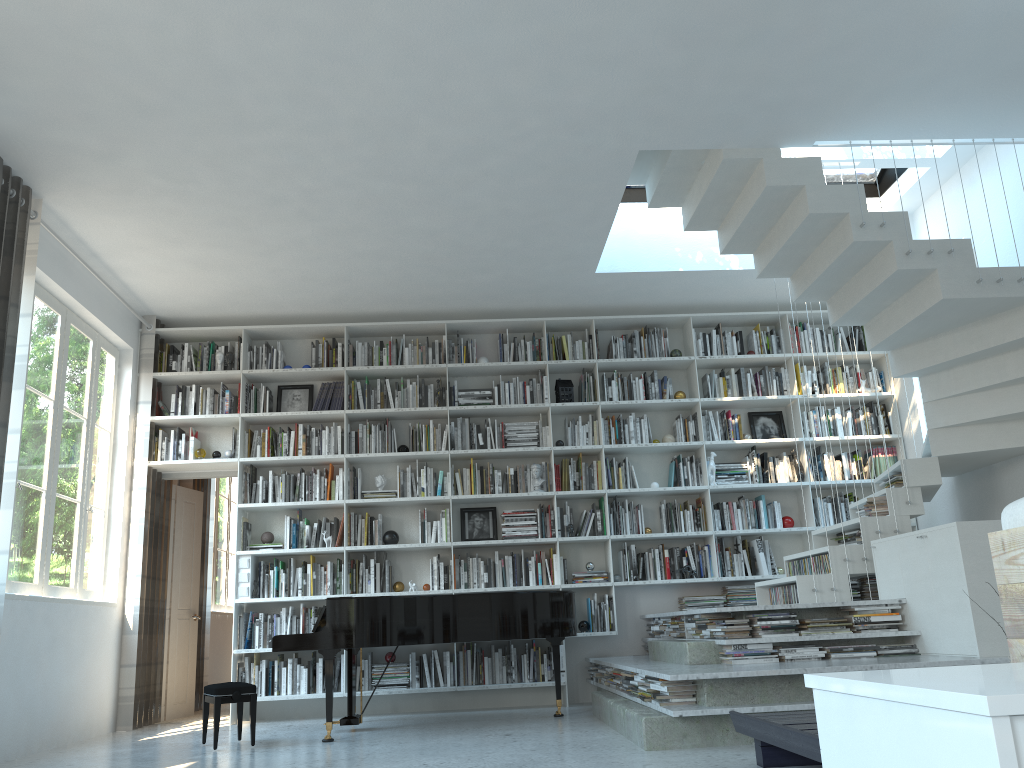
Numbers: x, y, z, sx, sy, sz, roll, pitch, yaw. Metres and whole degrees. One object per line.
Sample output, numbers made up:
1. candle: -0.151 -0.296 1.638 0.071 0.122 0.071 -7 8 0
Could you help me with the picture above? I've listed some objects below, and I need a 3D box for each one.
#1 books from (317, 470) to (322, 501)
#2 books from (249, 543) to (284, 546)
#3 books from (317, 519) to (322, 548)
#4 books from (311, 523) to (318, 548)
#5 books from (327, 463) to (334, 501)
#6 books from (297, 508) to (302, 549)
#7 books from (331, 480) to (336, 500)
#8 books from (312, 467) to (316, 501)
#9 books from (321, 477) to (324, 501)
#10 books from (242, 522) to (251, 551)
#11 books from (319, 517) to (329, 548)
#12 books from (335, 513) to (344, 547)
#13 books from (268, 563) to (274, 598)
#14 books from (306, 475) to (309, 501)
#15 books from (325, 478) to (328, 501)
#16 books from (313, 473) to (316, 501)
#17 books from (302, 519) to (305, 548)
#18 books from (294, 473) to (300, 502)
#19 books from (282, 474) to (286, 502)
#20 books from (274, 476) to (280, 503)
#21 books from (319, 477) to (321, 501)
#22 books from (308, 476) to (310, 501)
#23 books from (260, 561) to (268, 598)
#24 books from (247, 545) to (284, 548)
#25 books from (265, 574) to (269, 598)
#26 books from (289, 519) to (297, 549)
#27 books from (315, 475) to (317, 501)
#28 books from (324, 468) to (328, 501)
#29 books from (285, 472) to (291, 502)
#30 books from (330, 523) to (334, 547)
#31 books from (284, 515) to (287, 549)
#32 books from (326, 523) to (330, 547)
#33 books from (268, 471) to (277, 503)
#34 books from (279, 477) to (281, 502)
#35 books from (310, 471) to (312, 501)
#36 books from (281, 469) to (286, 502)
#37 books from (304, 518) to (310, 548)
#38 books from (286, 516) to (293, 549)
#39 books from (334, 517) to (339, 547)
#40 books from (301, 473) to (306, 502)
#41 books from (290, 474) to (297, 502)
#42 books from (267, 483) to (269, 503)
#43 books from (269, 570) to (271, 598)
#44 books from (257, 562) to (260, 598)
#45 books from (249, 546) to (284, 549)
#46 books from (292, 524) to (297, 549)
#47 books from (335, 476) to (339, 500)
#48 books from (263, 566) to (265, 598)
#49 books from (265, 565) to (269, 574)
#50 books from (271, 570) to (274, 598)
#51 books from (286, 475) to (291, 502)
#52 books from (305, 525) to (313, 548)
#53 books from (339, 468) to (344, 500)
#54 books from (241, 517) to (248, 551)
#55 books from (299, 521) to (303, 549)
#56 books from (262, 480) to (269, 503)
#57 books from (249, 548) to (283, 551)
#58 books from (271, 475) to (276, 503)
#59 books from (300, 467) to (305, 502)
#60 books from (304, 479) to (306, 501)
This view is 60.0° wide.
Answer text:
1. books: -1.572 0.850 7.251 0.015 0.274 0.157 -2 -15 -3
2. books: -1.963 1.300 7.126 0.254 0.012 0.161 -2 -16 -2
3. books: -1.555 1.224 7.171 0.013 0.241 0.141 -2 -15 -3
4. books: -1.589 1.239 7.165 0.056 0.213 0.143 -2 -15 -3
5. books: -1.488 0.825 7.271 0.035 0.324 0.170 -2 -15 -3
6. books: -1.718 1.184 7.172 0.011 0.335 0.154 -2 -15 -3
7. books: -1.453 0.893 7.258 0.030 0.183 0.152 -2 -15 -3
8. books: -1.625 0.844 7.275 0.011 0.303 0.130 -2 -15 -3
9. books: -1.542 0.880 7.264 0.021 0.220 0.149 -2 -15 -3
10. books: -2.130 1.239 7.126 0.028 0.242 0.157 -2 -15 -3
11. books: -1.518 1.213 7.161 0.060 0.254 0.159 -2 -15 -3
12. books: -1.368 1.189 7.140 0.082 0.275 0.229 -2 -15 -3
13. books: -1.912 1.566 7.044 0.008 0.279 0.165 -2 -15 -3
14. books: -1.659 0.875 7.242 0.013 0.228 0.177 -2 -15 -3
15. books: -1.510 0.884 7.253 0.013 0.203 0.162 -2 -15 -3
16. books: -1.613 0.867 7.264 0.011 0.251 0.139 -2 -15 -3
17. books: -1.669 1.224 7.163 0.022 0.248 0.129 -2 -15 -3
18. books: -1.746 0.870 7.261 0.048 0.255 0.142 -2 -15 -3
19. books: -1.846 0.870 7.227 0.021 0.246 0.189 -2 -15 -3
20. books: -1.908 0.882 7.251 0.049 0.242 0.139 -2 -15 -3
21. books: -1.558 0.881 7.258 0.012 0.216 0.160 -2 -15 -3
22. books: -1.647 0.878 7.254 0.013 0.227 0.152 -2 -15 -3
23. books: -1.972 1.562 7.048 0.014 0.293 0.172 -2 -15 -3
24. books: -1.963 1.310 7.116 0.285 0.012 0.160 -3 -16 0
25. books: -1.922 1.604 7.011 0.019 0.188 0.194 -2 -15 -3
26. books: -1.766 1.223 7.154 0.031 0.254 0.143 -2 -15 -3
27. books: -1.594 0.874 7.274 0.028 0.242 0.132 -2 -15 -3
28. books: -1.526 0.846 7.278 0.015 0.292 0.144 -2 -15 -3
29. books: -1.831 0.863 7.248 0.011 0.270 0.158 -2 -15 -3
30. books: -1.443 1.233 7.162 0.027 0.209 0.144 -2 -15 -3
31. books: -1.812 1.208 7.149 0.012 0.284 0.160 -2 -15 -3
32. books: -1.471 1.232 7.150 0.030 0.207 0.173 -2 -15 -3
33. books: -1.955 0.861 7.238 0.023 0.280 0.174 -2 -15 -3
34. books: -1.874 0.883 7.233 0.014 0.229 0.148 -2 -15 -3
35. books: -1.635 0.855 7.256 0.012 0.271 0.146 -2 -15 -3
36. books: -1.863 0.851 7.240 0.011 0.292 0.184 -2 -15 -3
37. books: -1.651 1.218 7.146 0.011 0.249 0.172 -2 -15 -3
38. books: -1.793 1.213 7.148 0.024 0.272 0.151 -2 -15 -3
39. books: -1.420 1.213 7.172 0.021 0.250 0.154 -2 -15 -3
40. books: -1.698 0.867 7.256 0.021 0.256 0.156 -2 -15 -3
41. books: -1.779 0.873 7.240 0.023 0.241 0.185 -2 -15 -3
42. books: -1.976 0.913 7.246 0.021 0.187 0.129 -2 -15 -3
43. books: -1.900 1.597 7.042 0.015 0.217 0.177 -2 -15 -3
44. books: -1.999 1.570 7.054 0.008 0.284 0.160 -2 -15 -3
45. books: -1.962 1.322 7.115 0.254 0.012 0.161 -1 -16 -6
46. books: -1.733 1.237 7.122 0.029 0.207 0.190 -2 -15 -3
47. books: -1.424 0.873 7.265 0.031 0.223 0.145 -2 -15 -3
48. books: -1.953 1.582 7.053 0.022 0.256 0.142 -2 -15 -3
49. books: -1.938 1.573 7.036 0.007 0.263 0.177 -2 -15 -3
50. books: -1.885 1.593 7.031 0.015 0.216 0.180 -2 -15 -3
51. books: -1.812 0.875 7.229 0.024 0.236 0.167 -2 -15 -3
52. books: -1.629 1.242 7.128 0.029 0.189 0.189 -2 -15 -3
53. books: -1.396 0.843 7.280 0.027 0.285 0.148 -2 -15 -3
54. books: -2.151 1.222 7.140 0.012 0.284 0.160 -2 -15 -3
55. books: -1.695 1.235 7.165 0.030 0.231 0.148 -2 -15 -3
56. books: -1.998 0.894 7.204 0.028 0.203 0.188 -2 -15 -3
57. books: -1.962 1.335 7.116 0.254 0.012 0.161 -2 -16 -2
58. books: -1.936 0.875 7.227 0.011 0.245 0.177 -2 -15 -3
59. books: -1.716 0.844 7.251 0.013 0.299 0.152 -2 -15 -3
60. books: -1.676 0.891 7.251 0.021 0.204 0.130 -2 -15 -3
